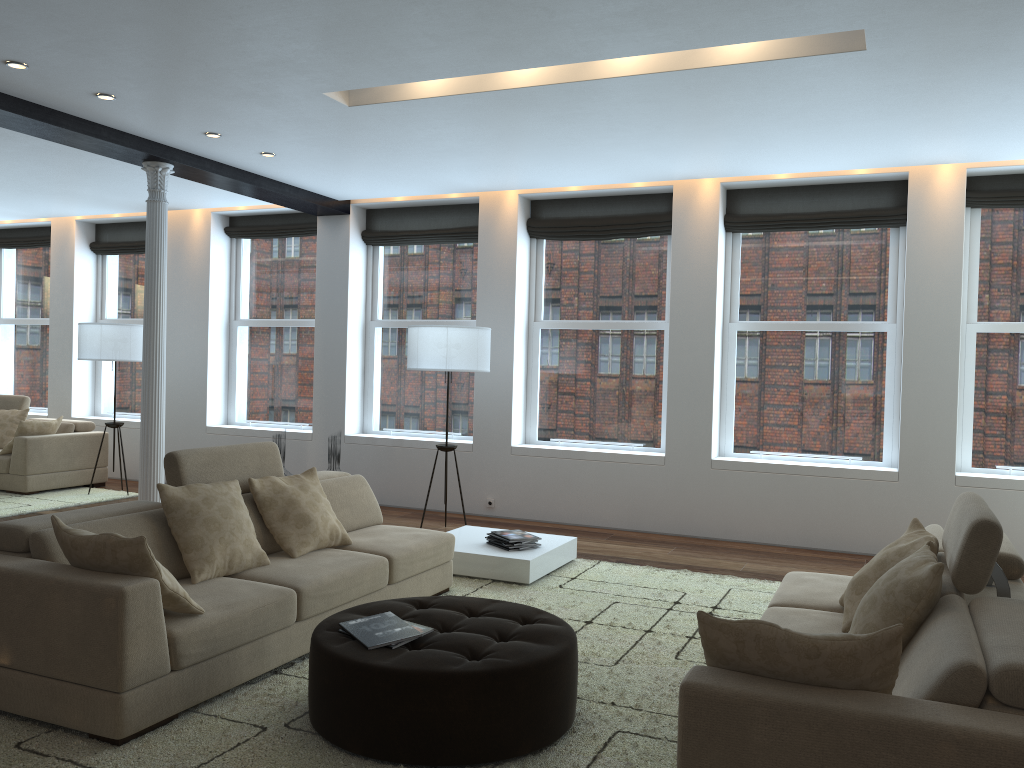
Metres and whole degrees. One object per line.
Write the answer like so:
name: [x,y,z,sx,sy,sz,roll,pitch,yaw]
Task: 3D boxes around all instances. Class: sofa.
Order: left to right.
sofa: [-5.729,0.597,9.638,2.581,0.950,1.018,2,1,23]
sofa: [-1.306,0.808,4.473,1.021,0.950,2.581,2,1,23]
sofa: [1.395,0.904,3.298,1.021,0.950,2.581,2,1,24]

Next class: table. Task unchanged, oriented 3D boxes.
table: [-0.121,1.182,6.192,0.900,0.170,0.900,2,1,23]

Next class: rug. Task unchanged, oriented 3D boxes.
rug: [-6.264,1.067,8.493,4.231,0.020,2.972,2,1,23]
rug: [0.058,1.313,4.351,2.972,0.020,4.231,2,1,23]

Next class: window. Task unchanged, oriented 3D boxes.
window: [-6.061,-0.766,11.209,1.444,2.400,0.123,2,1,23]
window: [-4.416,-0.708,10.494,1.345,2.400,0.123,2,1,23]
window: [-2.521,-0.641,9.669,1.391,2.400,0.123,2,1,23]
window: [-0.860,-0.582,8.947,1.432,2.400,0.123,2,1,23]
window: [0.823,-0.523,8.215,1.442,2.400,0.123,2,1,23]
window: [2.511,-0.464,7.480,1.443,2.400,0.123,2,1,23]
window: [4.255,-0.402,6.722,1.563,2.400,0.123,2,1,23]

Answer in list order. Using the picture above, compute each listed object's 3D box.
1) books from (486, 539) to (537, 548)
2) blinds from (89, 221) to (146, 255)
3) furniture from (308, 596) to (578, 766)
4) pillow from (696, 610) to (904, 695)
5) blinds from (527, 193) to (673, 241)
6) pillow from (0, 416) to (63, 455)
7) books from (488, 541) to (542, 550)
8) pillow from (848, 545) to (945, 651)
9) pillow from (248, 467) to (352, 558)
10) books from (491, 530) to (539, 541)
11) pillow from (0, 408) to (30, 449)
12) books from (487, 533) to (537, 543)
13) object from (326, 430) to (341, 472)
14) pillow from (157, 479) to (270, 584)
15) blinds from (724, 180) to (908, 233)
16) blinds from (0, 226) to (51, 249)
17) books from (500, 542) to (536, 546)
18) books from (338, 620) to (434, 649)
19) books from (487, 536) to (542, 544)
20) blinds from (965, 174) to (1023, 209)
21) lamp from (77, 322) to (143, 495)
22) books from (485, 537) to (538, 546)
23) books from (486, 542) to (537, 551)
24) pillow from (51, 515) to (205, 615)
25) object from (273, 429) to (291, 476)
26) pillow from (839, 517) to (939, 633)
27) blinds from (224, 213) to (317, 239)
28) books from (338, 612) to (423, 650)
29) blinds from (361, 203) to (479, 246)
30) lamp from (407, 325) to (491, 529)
books: [-0.005,1.078,6.041,0.220,0.010,0.300,1,1,-31]
blinds: [-4.413,-1.722,10.419,1.342,0.393,0.156,2,1,23]
furniture: [-0.268,1.132,3.530,1.057,0.355,1.057,2,1,25]
pillow: [0.788,0.794,2.455,0.518,0.393,0.395,2,1,20]
blinds: [0.828,-1.530,8.139,1.439,0.424,0.156,2,1,23]
pillow: [-4.886,0.523,9.024,0.395,0.393,0.518,2,1,20]
books: [0.017,1.089,6.054,0.300,0.010,0.220,3,1,43]
pillow: [1.310,0.776,3.057,0.301,0.439,0.534,2,1,20]
pillow: [-1.155,0.688,4.811,0.368,0.416,0.519,2,1,28]
books: [0.018,1.031,6.053,0.220,0.010,0.300,1,1,-26]
pillow: [-5.488,0.475,9.545,0.534,0.439,0.301,2,1,20]
books: [-0.004,1.040,6.040,0.220,0.010,0.300,1,1,-31]
object: [-1.668,0.817,8.304,0.458,0.781,0.458,2,1,23]
pillow: [-1.416,0.680,4.243,0.301,0.439,0.534,2,1,27]
blinds: [2.515,-1.478,7.405,1.442,0.393,0.156,2,1,23]
blinds: [-6.054,-1.839,11.133,1.442,0.275,0.156,2,1,23]
books: [0.017,1.069,6.054,0.220,0.010,0.300,1,1,-16]
books: [-0.485,0.950,3.415,0.300,0.031,0.219,2,1,38]
books: [0.018,1.050,6.054,0.300,0.010,0.220,2,1,38]
blinds: [4.261,-1.470,6.645,1.563,0.275,0.156,2,1,23]
lamp: [-4.020,0.262,8.975,0.698,1.728,0.698,1,1,-43]
books: [-0.004,1.059,6.040,0.220,0.010,0.300,1,1,-41]
books: [-0.005,1.098,6.041,0.220,0.010,0.300,1,1,-31]
pillow: [-1.502,0.713,3.451,0.518,0.393,0.395,2,1,27]
object: [-2.182,0.803,8.291,0.458,0.781,0.458,2,1,23]
pillow: [1.547,0.783,3.635,0.368,0.416,0.519,2,1,19]
blinds: [-2.516,-1.714,9.594,1.396,0.275,0.156,2,1,23]
books: [-0.507,0.942,3.401,0.220,0.040,0.301,1,1,-32]
blinds: [-0.863,-1.596,8.858,1.431,0.395,0.183,2,1,23]
lamp: [-0.547,0.386,7.464,0.698,1.728,0.698,1,1,-43]
